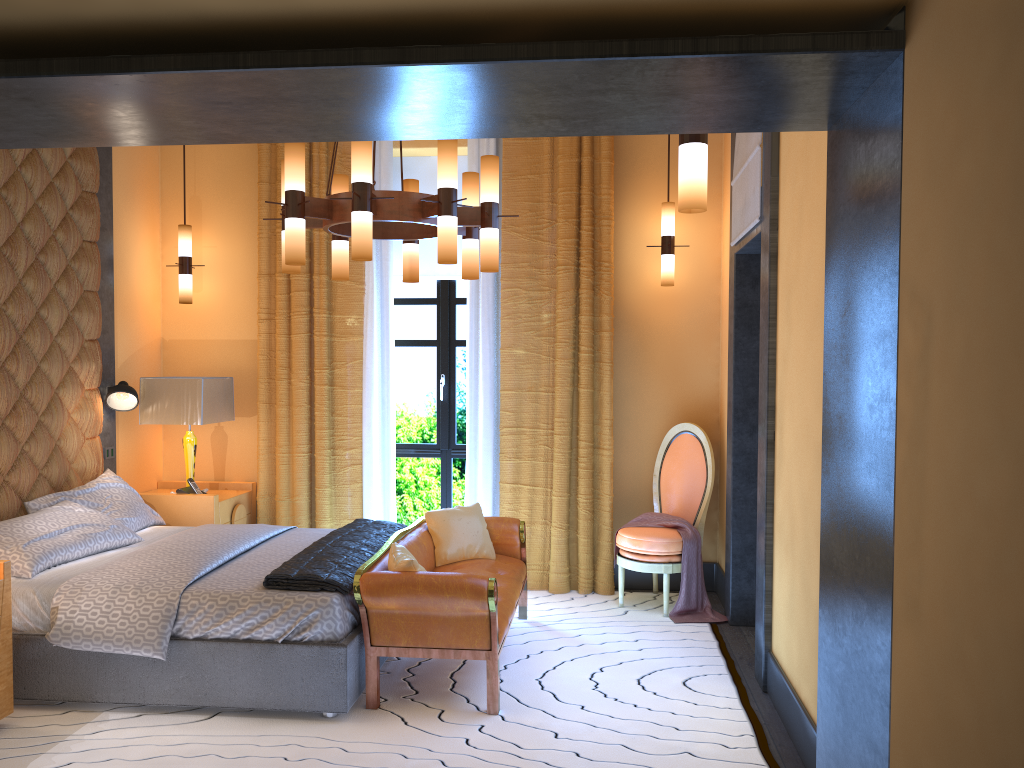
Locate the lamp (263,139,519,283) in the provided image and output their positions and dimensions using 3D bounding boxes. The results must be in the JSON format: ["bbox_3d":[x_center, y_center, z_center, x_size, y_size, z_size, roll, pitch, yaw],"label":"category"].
[{"bbox_3d":[-0.577,-1.613,4.159,1.141,2.170,1.140,1,2,28],"label":"lamp"}]

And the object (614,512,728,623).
[{"bbox_3d":[0.984,1.107,5.488,0.428,0.572,0.802,-1,2,-37],"label":"object"}]

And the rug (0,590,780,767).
[{"bbox_3d":[-0.736,1.415,4.382,3.702,0.016,3.385,0,1,6],"label":"rug"}]

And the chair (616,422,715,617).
[{"bbox_3d":[0.950,0.827,5.584,0.500,1.148,0.632,2,3,39],"label":"chair"}]

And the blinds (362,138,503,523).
[{"bbox_3d":[-0.558,-0.654,6.010,2.050,4.079,0.236,0,2,3],"label":"blinds"}]

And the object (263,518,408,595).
[{"bbox_3d":[-0.833,0.850,4.539,0.405,0.105,1.460,0,1,6],"label":"object"}]

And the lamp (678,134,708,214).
[{"bbox_3d":[0.554,-0.795,2.707,0.199,0.532,0.199,-1,3,-39],"label":"lamp"}]

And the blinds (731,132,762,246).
[{"bbox_3d":[1.239,-1.574,4.652,0.042,1.578,0.894,0,2,6],"label":"blinds"}]

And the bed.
[{"bbox_3d":[-1.637,0.950,4.630,2.106,0.825,1.887,0,1,6],"label":"bed"}]

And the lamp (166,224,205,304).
[{"bbox_3d":[-2.232,-0.816,6.059,0.199,0.532,0.199,-1,3,-39],"label":"lamp"}]

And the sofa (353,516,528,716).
[{"bbox_3d":[-0.289,1.095,4.575,0.650,0.641,1.614,0,1,6],"label":"sofa"}]

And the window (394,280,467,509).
[{"bbox_3d":[-0.474,-0.116,6.345,1.200,3.002,0.130,0,2,6],"label":"window"}]

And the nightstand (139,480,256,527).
[{"bbox_3d":[-2.170,1.040,5.963,0.720,0.691,0.680,0,2,6],"label":"nightstand"}]

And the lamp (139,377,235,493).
[{"bbox_3d":[-2.128,0.356,5.840,0.424,0.803,0.505,0,2,6],"label":"lamp"}]

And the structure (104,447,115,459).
[{"bbox_3d":[-2.519,0.431,5.543,0.016,0.071,0.103,0,1,6],"label":"structure"}]

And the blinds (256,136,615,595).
[{"bbox_3d":[-0.528,-0.675,5.923,2.450,4.149,0.134,0,2,6],"label":"blinds"}]

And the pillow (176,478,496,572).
[{"bbox_3d":[-0.899,0.825,5.162,1.146,0.407,2.627,-1,2,-43],"label":"pillow"}]

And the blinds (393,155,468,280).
[{"bbox_3d":[-0.470,-1.179,6.292,1.200,0.874,0.013,0,2,6],"label":"blinds"}]

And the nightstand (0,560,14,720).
[{"bbox_3d":[-2.434,1.081,3.358,0.720,0.700,0.708,0,2,6],"label":"nightstand"}]

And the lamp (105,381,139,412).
[{"bbox_3d":[-2.274,0.089,5.608,0.568,0.218,0.231,-1,2,-37],"label":"lamp"}]

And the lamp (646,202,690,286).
[{"bbox_3d":[1.007,-0.901,5.726,0.199,0.532,0.199,-1,3,-39],"label":"lamp"}]
